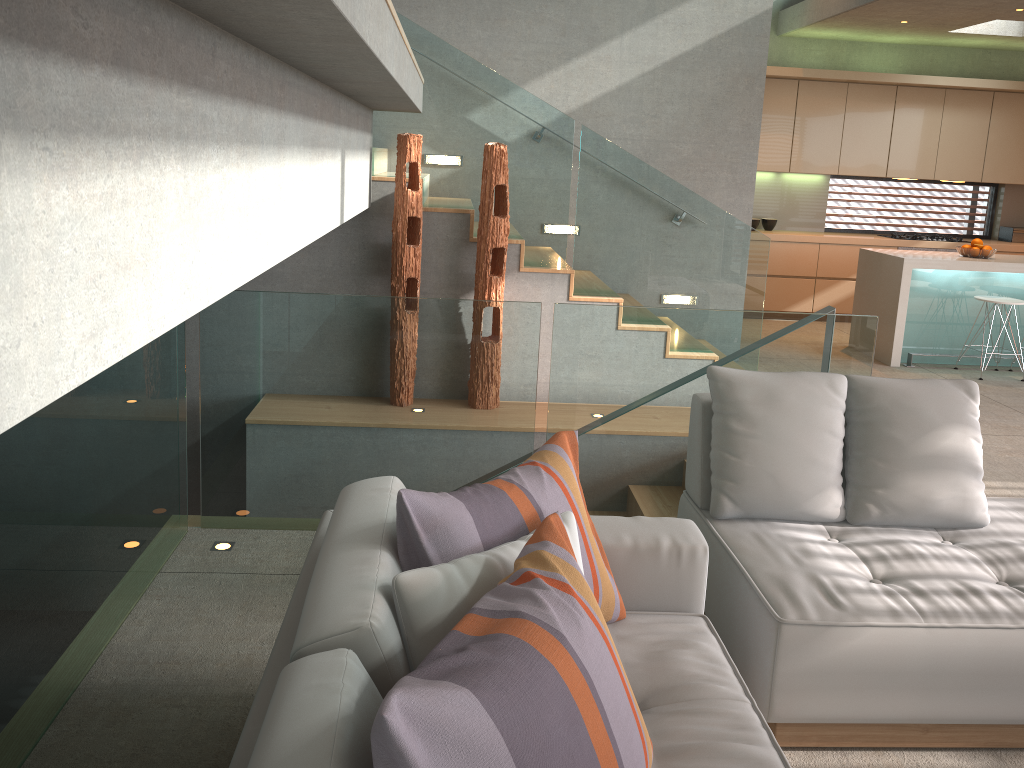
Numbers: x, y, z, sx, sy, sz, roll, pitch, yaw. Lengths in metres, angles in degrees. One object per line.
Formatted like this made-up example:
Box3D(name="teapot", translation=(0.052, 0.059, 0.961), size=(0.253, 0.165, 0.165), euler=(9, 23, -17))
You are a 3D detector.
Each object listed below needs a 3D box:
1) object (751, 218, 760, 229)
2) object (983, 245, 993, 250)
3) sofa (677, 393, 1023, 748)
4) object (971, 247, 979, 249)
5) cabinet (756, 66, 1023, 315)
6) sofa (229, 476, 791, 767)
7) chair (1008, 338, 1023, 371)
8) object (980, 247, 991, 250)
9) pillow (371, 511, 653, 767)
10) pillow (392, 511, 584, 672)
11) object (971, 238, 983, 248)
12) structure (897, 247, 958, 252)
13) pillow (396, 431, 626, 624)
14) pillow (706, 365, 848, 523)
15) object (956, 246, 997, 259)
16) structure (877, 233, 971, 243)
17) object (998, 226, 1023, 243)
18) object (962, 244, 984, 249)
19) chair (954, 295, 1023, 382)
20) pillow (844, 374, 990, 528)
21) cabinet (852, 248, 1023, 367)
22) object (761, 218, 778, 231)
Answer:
Box3D(name="object", translation=(2.556, -1.699, 9.427), size=(0.169, 0.125, 0.172), euler=(-1, 13, -17))
Box3D(name="object", translation=(4.057, -1.139, 7.559), size=(0.094, 0.093, 0.096), euler=(0, 13, -15))
Box3D(name="sofa", translation=(1.437, 0.527, 2.821), size=(1.595, 0.722, 1.030), euler=(2, 13, -4))
Box3D(name="object", translation=(3.924, -1.120, 7.486), size=(0.081, 0.080, 0.081), euler=(9, 13, 24))
Box3D(name="cabinet", translation=(5.525, -1.737, 8.903), size=(7.467, 2.531, 1.997), euler=(2, 12, -4))
Box3D(name="sofa", translation=(0.095, 0.966, 0.797), size=(1.048, 0.741, 3.518), euler=(2, 14, -4))
Box3D(name="chair", translation=(4.353, -0.359, 7.146), size=(0.382, 0.615, 0.388), euler=(2, 11, -4))
Box3D(name="object", translation=(4.008, -1.119, 7.481), size=(0.086, 0.086, 0.088), euler=(0, 13, -14))
Box3D(name="pillow", translation=(0.046, 0.573, 1.425), size=(0.312, 0.487, 0.746), euler=(7, 14, 18))
Box3D(name="pillow", translation=(-0.003, 0.515, 1.745), size=(0.241, 0.399, 0.598), euler=(12, 16, 38))
Box3D(name="object", translation=(3.989, -1.202, 7.582), size=(0.095, 0.093, 0.095), euler=(6, 13, 15))
Box3D(name="structure", translation=(4.435, -1.177, 9.311), size=(0.828, 0.494, 0.080), euler=(2, 10, -4))
Box3D(name="pillow", translation=(-0.008, 0.402, 2.032), size=(0.281, 0.497, 0.702), euler=(12, 15, 38))
Box3D(name="pillow", translation=(0.893, 0.203, 2.982), size=(0.492, 0.491, 0.242), euler=(2, 11, -4))
Box3D(name="object", translation=(3.969, -1.126, 7.564), size=(0.315, 0.081, 0.321), euler=(2, 14, -4))
Box3D(name="structure", translation=(4.437, -1.552, 9.502), size=(0.838, 0.090, 0.471), euler=(2, 14, -4))
Box3D(name="object", translation=(5.669, -1.652, 9.808), size=(0.400, 0.158, 0.244), euler=(2, 13, -4))
Box3D(name="object", translation=(3.916, -1.142, 7.537), size=(0.175, 0.098, 0.097), euler=(14, 16, 39))
Box3D(name="chair", translation=(3.882, -0.375, 7.113), size=(0.382, 0.615, 0.388), euler=(2, 11, -4))
Box3D(name="pillow", translation=(1.373, 0.230, 3.016), size=(0.492, 0.476, 0.270), euler=(2, 11, -4))
Box3D(name="cabinet", translation=(5.173, -0.613, 7.754), size=(4.119, 0.887, 0.813), euler=(2, 12, -4))
Box3D(name="object", translation=(2.783, -1.725, 9.574), size=(0.169, 0.125, 0.172), euler=(-1, 13, -17))
